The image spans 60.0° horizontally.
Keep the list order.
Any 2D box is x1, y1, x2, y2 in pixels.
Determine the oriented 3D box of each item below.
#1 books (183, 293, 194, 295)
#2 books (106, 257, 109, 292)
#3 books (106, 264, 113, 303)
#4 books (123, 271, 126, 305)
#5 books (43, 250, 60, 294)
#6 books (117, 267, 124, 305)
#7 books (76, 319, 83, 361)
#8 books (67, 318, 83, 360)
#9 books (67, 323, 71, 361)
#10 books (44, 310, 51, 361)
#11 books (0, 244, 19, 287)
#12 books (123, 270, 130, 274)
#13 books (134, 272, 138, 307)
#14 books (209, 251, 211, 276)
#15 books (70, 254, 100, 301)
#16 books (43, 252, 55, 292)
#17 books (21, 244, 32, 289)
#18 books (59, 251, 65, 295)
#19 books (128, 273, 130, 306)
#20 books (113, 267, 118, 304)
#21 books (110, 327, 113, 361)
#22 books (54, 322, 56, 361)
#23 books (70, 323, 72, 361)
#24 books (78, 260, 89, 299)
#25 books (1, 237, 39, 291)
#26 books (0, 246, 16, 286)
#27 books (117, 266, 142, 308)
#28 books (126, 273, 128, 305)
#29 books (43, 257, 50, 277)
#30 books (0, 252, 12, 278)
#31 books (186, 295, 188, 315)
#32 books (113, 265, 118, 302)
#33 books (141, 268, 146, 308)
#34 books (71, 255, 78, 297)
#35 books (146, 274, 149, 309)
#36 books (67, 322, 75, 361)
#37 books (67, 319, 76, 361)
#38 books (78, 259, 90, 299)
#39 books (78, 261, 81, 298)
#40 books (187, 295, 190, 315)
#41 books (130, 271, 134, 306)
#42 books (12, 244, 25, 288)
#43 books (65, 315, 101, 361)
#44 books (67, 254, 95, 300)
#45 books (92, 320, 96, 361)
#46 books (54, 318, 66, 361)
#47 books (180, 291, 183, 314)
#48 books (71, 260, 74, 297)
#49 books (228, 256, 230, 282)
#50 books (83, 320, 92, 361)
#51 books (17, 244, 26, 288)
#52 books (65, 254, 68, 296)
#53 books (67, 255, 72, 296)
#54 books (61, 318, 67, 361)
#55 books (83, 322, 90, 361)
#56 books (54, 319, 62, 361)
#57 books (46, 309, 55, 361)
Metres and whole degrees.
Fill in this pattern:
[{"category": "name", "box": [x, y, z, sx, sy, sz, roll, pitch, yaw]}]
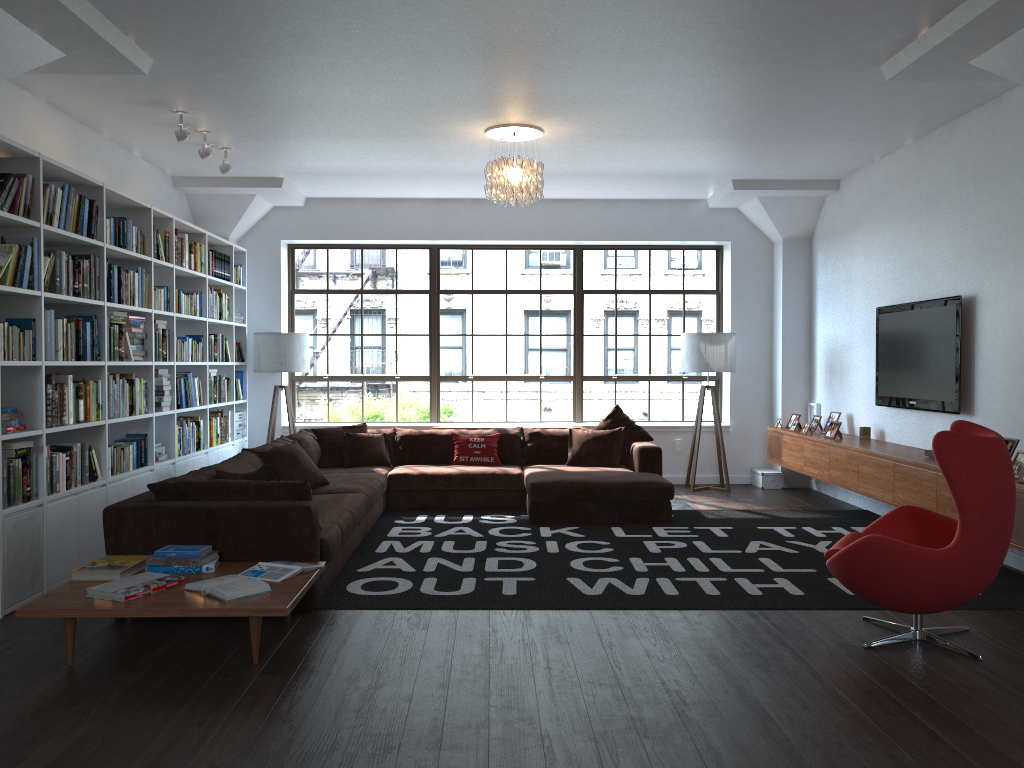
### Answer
[{"category": "books", "box": [-2.730, -0.662, 7.430, 0.127, 0.200, 0.020, 0, 1, -1]}, {"category": "books", "box": [-2.688, -0.667, 5.678, 0.176, 0.294, 0.102, 0, 1, -1]}, {"category": "books", "box": [-2.679, -0.650, 5.741, 0.182, 0.253, 0.034, 0, 1, -1]}, {"category": "books", "box": [-2.699, -0.645, 5.985, 0.167, 0.230, 0.037, 0, 1, -1]}, {"category": "books", "box": [-2.680, -0.634, 5.054, 0.183, 0.253, 0.042, 0, 1, -1]}, {"category": "books", "box": [-2.688, -0.654, 5.915, 0.182, 0.253, 0.034, 0, 1, -1]}, {"category": "books", "box": [-2.674, -0.262, 5.319, 0.182, 0.253, 0.034, 0, 1, -1]}, {"category": "books", "box": [-2.697, -0.266, 5.365, 0.180, 0.259, 0.060, 0, 1, -1]}, {"category": "books", "box": [-2.669, -0.244, 5.189, 0.161, 0.223, 0.027, 0, 1, -1]}, {"category": "books", "box": [-2.676, -0.269, 4.932, 0.197, 0.283, 0.065, 0, 1, -1]}, {"category": "books", "box": [-2.654, -0.612, 4.590, 0.152, 0.232, 0.104, 0, 1, -1]}, {"category": "books", "box": [-2.699, -0.656, 6.071, 0.159, 0.250, 0.026, 0, 1, -1]}, {"category": "books", "box": [-2.696, -0.653, 6.164, 0.174, 0.239, 0.045, 0, 1, -1]}, {"category": "books", "box": [-2.735, -1.055, 7.801, 0.161, 0.223, 0.032, 0, 1, -1]}, {"category": "books", "box": [-2.688, -0.664, 5.571, 0.176, 0.291, 0.053, 0, 1, -1]}, {"category": "books", "box": [-2.679, -0.623, 4.964, 0.174, 0.236, 0.142, 0, 1, -1]}, {"category": "books", "box": [-2.658, -0.620, 4.705, 0.174, 0.242, 0.105, 0, 1, -1]}, {"category": "books", "box": [-2.688, -0.639, 5.140, 0.180, 0.259, 0.042, 0, 1, -1]}, {"category": "books", "box": [-2.690, -0.642, 6.045, 0.161, 0.223, 0.027, 0, 1, -1]}, {"category": "books", "box": [-2.685, -0.645, 5.815, 0.174, 0.239, 0.045, 0, 1, -1]}, {"category": "books", "box": [-2.687, -0.259, 5.785, 0.161, 0.223, 0.032, 0, 1, -1]}, {"category": "books", "box": [-2.674, -0.241, 5.034, 0.161, 0.223, 0.027, 0, 1, -1]}, {"category": "books", "box": [-2.672, -0.245, 5.216, 0.161, 0.223, 0.026, 0, 1, -1]}, {"category": "books", "box": [-2.682, -0.635, 5.406, 0.174, 0.240, 0.054, 0, 1, -1]}, {"category": "books", "box": [-2.651, -0.646, 4.782, 0.176, 0.290, 0.053, 0, 1, -1]}, {"category": "books", "box": [-2.657, -0.605, 4.561, 0.161, 0.218, 0.101, 0, 1, -1]}, {"category": "books", "box": [-2.703, -0.680, 6.240, 0.176, 0.290, 0.053, 0, 1, -1]}, {"category": "books", "box": [-2.691, -0.642, 6.018, 0.161, 0.223, 0.026, 0, 1, -1]}, {"category": "books", "box": [-2.669, -0.607, 4.908, 0.161, 0.207, 0.135, 0, 1, -1]}, {"category": "books", "box": [-2.650, -0.585, 4.483, 0.161, 0.182, 0.170, 0, 1, -1]}, {"category": "books", "box": [-2.715, -0.641, 7.262, 0.120, 0.167, 0.020, 0, 1, -1]}, {"category": "books", "box": [-2.709, -0.656, 5.867, 0.180, 0.259, 0.060, 0, 1, -1]}, {"category": "books", "box": [-2.709, -0.679, 6.300, 0.197, 0.283, 0.065, 0, 1, -1]}, {"category": "books", "box": [-2.690, -0.640, 5.293, 0.183, 0.253, 0.042, 0, 1, -1]}, {"category": "books", "box": [-2.696, -0.663, 6.374, 0.159, 0.250, 0.026, 0, 1, -1]}, {"category": "books", "box": [-2.681, -0.250, 5.248, 0.167, 0.230, 0.037, 0, 1, -1]}, {"category": "books", "box": [-2.696, -0.261, 5.284, 0.182, 0.253, 0.034, 0, 1, -1]}, {"category": "books", "box": [-2.694, -0.642, 5.479, 0.160, 0.251, 0.031, 0, 1, -1]}, {"category": "books", "box": [-2.676, -0.625, 5.330, 0.161, 0.223, 0.032, 0, 1, -1]}, {"category": "books", "box": [-2.719, -0.645, 7.318, 0.109, 0.171, 0.018, 0, 1, -1]}, {"category": "books", "box": [-2.698, -0.655, 6.112, 0.170, 0.245, 0.057, 0, 1, -1]}, {"category": "books", "box": [-2.652, -0.615, 4.622, 0.172, 0.235, 0.112, 0, 1, -1]}, {"category": "books", "box": [-2.685, -0.286, 5.555, 0.176, 0.294, 0.102, 0, 1, -1]}, {"category": "books", "box": [-2.703, -0.660, 5.519, 0.198, 0.284, 0.049, 0, 1, -1]}, {"category": "books", "box": [-2.673, -0.266, 5.493, 0.182, 0.253, 0.034, 0, 1, -1]}, {"category": "books", "box": [-2.674, -0.254, 5.121, 0.170, 0.245, 0.057, 0, 1, -1]}, {"category": "books", "box": [-2.716, -0.650, 7.105, 0.139, 0.191, 0.036, 0, 1, -1]}, {"category": "books", "box": [-2.687, -0.624, 5.256, 0.161, 0.223, 0.033, 0, 1, -1]}, {"category": "books", "box": [-2.758, -1.083, 8.378, 0.183, 0.253, 0.042, 0, 1, -1]}, {"category": "books", "box": [-2.683, -0.265, 5.458, 0.182, 0.253, 0.034, 0, 1, -1]}, {"category": "books", "box": [-2.664, -0.618, 4.665, 0.172, 0.239, 0.093, 0, 1, -1]}, {"category": "books", "box": [-2.686, -0.636, 5.180, 0.160, 0.251, 0.039, 0, 1, -1]}, {"category": "books", "box": [-2.684, -0.634, 5.220, 0.171, 0.246, 0.039, 0, 1, -1]}, {"category": "books", "box": [-2.677, -0.257, 5.163, 0.159, 0.250, 0.026, 0, 1, -1]}, {"category": "books", "box": [-2.675, -0.258, 5.419, 0.174, 0.239, 0.045, 0, 1, -1]}, {"category": "books", "box": [-2.670, -0.250, 5.070, 0.174, 0.239, 0.045, 0, 1, -1]}, {"category": "books", "box": [-2.673, -0.273, 4.993, 0.176, 0.290, 0.053, 0, 1, -1]}]
